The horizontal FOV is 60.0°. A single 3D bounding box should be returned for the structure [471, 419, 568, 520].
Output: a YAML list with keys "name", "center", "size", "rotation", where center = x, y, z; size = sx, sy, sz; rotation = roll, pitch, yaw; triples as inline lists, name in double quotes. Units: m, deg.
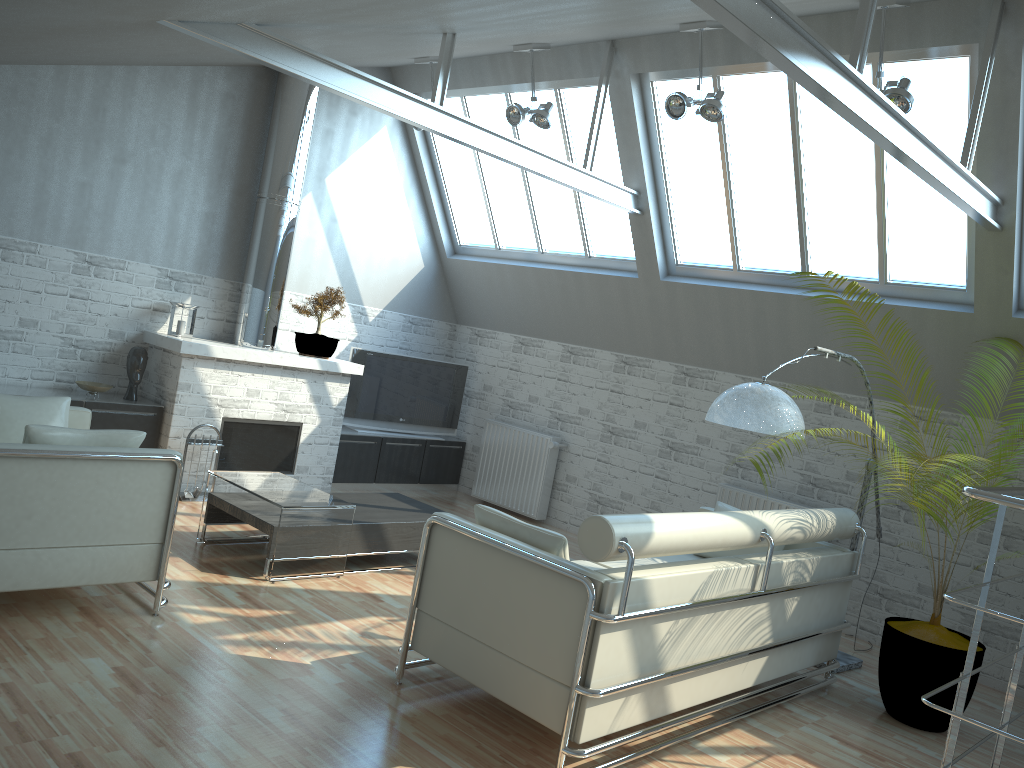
- name: "structure"
  center: [0.112, 1.581, 16.541]
  size: [1.892, 1.524, 0.508]
  rotation: [13, 4, 43]

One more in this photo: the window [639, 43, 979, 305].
- name: "window"
  center: [3.900, -2.800, 11.985]
  size: [4.651, 2.787, 1.897]
  rotation: [13, 4, 43]

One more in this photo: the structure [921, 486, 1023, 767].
- name: "structure"
  center: [6.657, 2.740, 6.229]
  size: [5.366, 2.781, 6.483]
  rotation: [13, 4, 43]

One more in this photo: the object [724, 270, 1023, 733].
- name: "object"
  center: [3.894, 1.256, 9.389]
  size: [3.777, 4.386, 5.015]
  rotation: [11, 3, 18]

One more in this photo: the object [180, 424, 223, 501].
- name: "object"
  center: [-4.623, 1.142, 13.171]
  size: [0.412, 1.124, 0.584]
  rotation: [13, 4, 43]

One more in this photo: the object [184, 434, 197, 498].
- name: "object"
  center: [-4.658, 1.194, 12.932]
  size: [0.146, 0.916, 0.131]
  rotation: [13, 4, 43]

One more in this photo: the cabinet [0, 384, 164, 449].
- name: "cabinet"
  center: [-7.115, 0.672, 11.766]
  size: [0.914, 1.270, 4.572]
  rotation: [13, 4, 43]

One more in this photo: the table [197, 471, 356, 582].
- name: "table"
  center: [-2.897, 1.688, 10.823]
  size: [1.726, 0.867, 1.015]
  rotation: [13, 4, 43]

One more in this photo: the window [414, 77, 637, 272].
- name: "window"
  center: [0.265, -3.644, 15.433]
  size: [4.651, 2.787, 1.897]
  rotation: [13, 4, 43]

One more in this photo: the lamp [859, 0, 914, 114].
- name: "lamp"
  center: [3.876, -3.492, 9.381]
  size: [0.619, 1.172, 0.808]
  rotation: [8, 4, -43]

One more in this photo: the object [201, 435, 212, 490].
- name: "object"
  center: [-4.534, 1.175, 13.148]
  size: [0.025, 0.855, 0.025]
  rotation: [9, 3, -25]

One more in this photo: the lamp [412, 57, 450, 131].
- name: "lamp"
  center: [-1.321, -4.698, 14.312]
  size: [0.619, 1.172, 0.808]
  rotation: [8, 4, -43]

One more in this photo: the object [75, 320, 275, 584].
- name: "object"
  center: [-4.080, 0.590, 11.618]
  size: [4.859, 2.558, 1.528]
  rotation: [13, 4, 42]

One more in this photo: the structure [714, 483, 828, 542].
- name: "structure"
  center: [3.786, 2.434, 13.055]
  size: [1.892, 1.524, 0.508]
  rotation: [13, 4, 43]

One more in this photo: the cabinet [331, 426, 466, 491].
- name: "cabinet"
  center: [-2.414, 1.432, 16.924]
  size: [0.908, 1.016, 3.234]
  rotation: [13, 4, 43]

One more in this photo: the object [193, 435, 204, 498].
- name: "object"
  center: [-4.566, 1.214, 13.040]
  size: [0.145, 0.932, 0.065]
  rotation: [12, 3, 24]

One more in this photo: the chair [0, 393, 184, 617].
- name: "chair"
  center: [-4.693, 0.911, 8.451]
  size: [2.507, 2.001, 2.201]
  rotation: [13, 4, 43]

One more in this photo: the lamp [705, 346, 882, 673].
- name: "lamp"
  center: [3.701, 1.506, 10.425]
  size: [4.621, 3.709, 1.015]
  rotation: [8, 4, -41]

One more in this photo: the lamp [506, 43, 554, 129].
- name: "lamp"
  center: [0.260, -4.331, 12.812]
  size: [0.619, 1.172, 0.808]
  rotation: [8, 4, -43]

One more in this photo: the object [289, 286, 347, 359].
- name: "object"
  center: [-3.303, -1.092, 14.890]
  size: [1.115, 1.265, 0.572]
  rotation: [8, 4, -43]

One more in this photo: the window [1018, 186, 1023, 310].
- name: "window"
  center: [7.533, -1.957, 8.537]
  size: [4.651, 2.787, 1.897]
  rotation: [13, 4, 43]

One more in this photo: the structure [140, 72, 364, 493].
- name: "structure"
  center: [-3.865, -1.851, 14.352]
  size: [1.309, 7.180, 3.302]
  rotation: [13, 4, 43]

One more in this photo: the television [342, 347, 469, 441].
- name: "television"
  center: [-2.075, 0.208, 16.887]
  size: [2.577, 1.514, 0.592]
  rotation: [9, 3, -37]

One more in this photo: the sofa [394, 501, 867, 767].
- name: "sofa"
  center: [1.477, 2.043, 8.901]
  size: [2.199, 1.999, 4.866]
  rotation: [13, 4, 43]

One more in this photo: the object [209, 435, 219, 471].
- name: "object"
  center: [-4.459, 1.194, 13.232]
  size: [0.155, 0.873, 0.026]
  rotation: [13, 4, 44]

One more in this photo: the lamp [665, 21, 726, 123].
- name: "lamp"
  center: [2.282, -3.862, 10.894]
  size: [0.618, 1.172, 0.808]
  rotation: [8, 4, -43]
